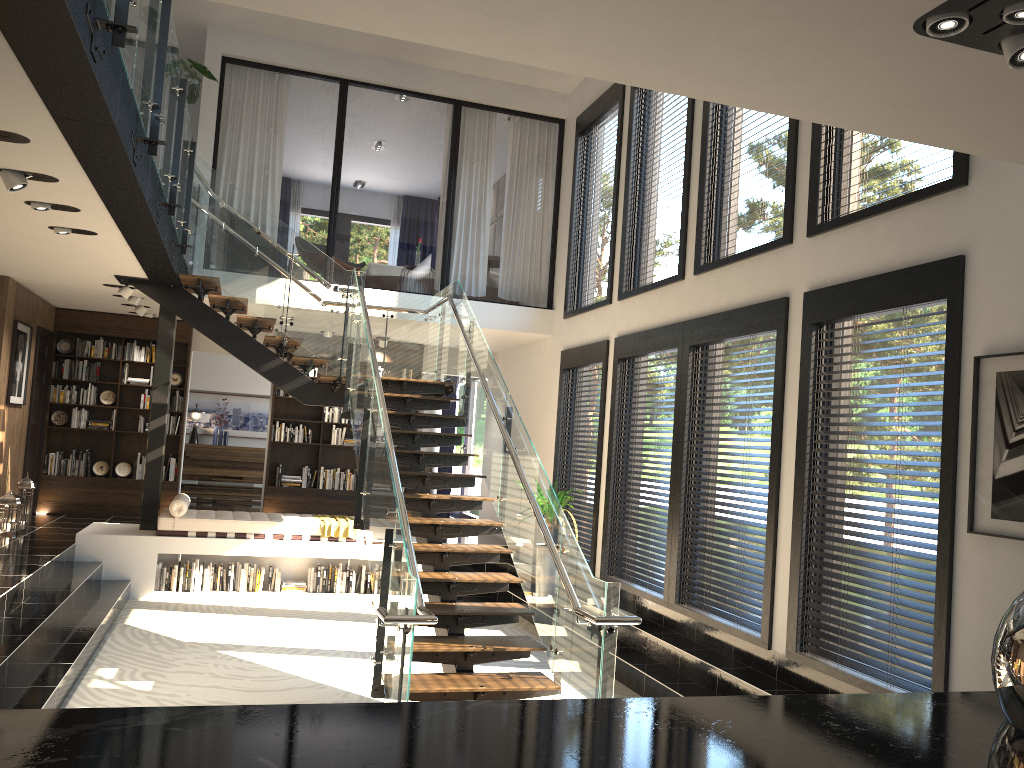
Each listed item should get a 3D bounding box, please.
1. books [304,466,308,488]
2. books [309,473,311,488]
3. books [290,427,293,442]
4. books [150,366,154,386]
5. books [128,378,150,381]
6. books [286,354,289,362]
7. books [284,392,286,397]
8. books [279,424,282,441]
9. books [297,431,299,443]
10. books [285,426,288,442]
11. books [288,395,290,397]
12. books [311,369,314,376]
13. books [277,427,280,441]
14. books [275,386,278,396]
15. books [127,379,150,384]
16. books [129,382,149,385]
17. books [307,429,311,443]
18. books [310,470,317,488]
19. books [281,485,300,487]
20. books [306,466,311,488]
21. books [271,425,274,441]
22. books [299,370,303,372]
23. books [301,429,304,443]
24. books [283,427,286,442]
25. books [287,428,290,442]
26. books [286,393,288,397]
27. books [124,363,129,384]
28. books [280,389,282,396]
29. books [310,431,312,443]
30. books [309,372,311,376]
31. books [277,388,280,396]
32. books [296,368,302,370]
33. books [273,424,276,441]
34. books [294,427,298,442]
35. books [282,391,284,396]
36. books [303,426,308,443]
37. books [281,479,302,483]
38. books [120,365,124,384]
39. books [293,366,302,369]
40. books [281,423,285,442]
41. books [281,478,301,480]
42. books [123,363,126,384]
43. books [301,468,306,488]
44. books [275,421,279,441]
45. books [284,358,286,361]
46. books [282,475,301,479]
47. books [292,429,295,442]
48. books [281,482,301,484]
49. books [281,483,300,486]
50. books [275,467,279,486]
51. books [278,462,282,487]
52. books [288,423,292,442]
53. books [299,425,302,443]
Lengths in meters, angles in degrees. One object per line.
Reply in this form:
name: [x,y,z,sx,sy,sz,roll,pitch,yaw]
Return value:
books: [-2.937,1.320,12.614,0.031,0.310,0.170,5,-4,-17]
books: [-2.884,1.375,12.646,0.023,0.212,0.124,5,-4,-17]
books: [-3.126,0.717,12.572,0.021,0.216,0.170,5,-4,-17]
books: [-4.893,-0.105,12.061,0.023,0.264,0.219,5,-4,-17]
books: [-5.057,-0.059,12.033,0.264,0.021,0.189,5,-4,-19]
books: [-3.191,-0.278,12.559,0.028,0.290,0.170,5,-4,-17]
books: [-3.212,0.056,12.554,0.029,0.254,0.128,5,-4,-17]
books: [-3.271,0.689,12.525,0.023,0.245,0.159,5,-4,-17]
books: [-3.042,0.746,12.590,0.027,0.171,0.146,5,-4,-17]
books: [-3.197,0.704,12.541,0.028,0.227,0.136,5,-4,-17]
books: [-3.159,0.090,12.560,0.021,0.196,0.103,5,-4,-17]
books: [-2.848,-0.257,12.673,0.034,0.311,0.149,5,-4,-17]
books: [-3.291,0.708,12.497,0.028,0.199,0.175,5,-4,-17]
books: [-3.325,0.067,12.520,0.031,0.212,0.127,5,-4,-17]
books: [-5.056,-0.034,12.023,0.266,0.030,0.210,5,-4,-16]
books: [-5.063,-0.002,12.034,0.239,0.033,0.176,5,-4,-20]
books: [-2.893,0.739,12.623,0.028,0.210,0.169,5,-4,-17]
books: [-2.831,1.357,12.646,0.075,0.254,0.181,5,-4,-17]
books: [-3.138,1.445,12.563,0.247,0.025,0.148,5,-4,-18]
books: [-2.903,1.327,12.620,0.036,0.301,0.186,5,-4,-17]
books: [-3.379,0.689,12.504,0.025,0.227,0.156,5,-4,-17]
books: [-3.047,-0.182,12.622,0.251,0.025,0.148,5,-4,-13]
books: [-2.988,0.734,12.611,0.030,0.205,0.170,5,-4,-17]
books: [-3.221,0.712,12.534,0.022,0.207,0.130,5,-4,-17]
books: [-3.171,0.721,12.540,0.024,0.197,0.173,5,-4,-17]
books: [-3.183,0.101,12.548,0.030,0.168,0.125,5,-4,-17]
books: [-5.198,-0.139,11.972,0.016,0.278,0.209,5,-4,-17]
books: [-3.262,0.064,12.544,0.030,0.230,0.103,5,-4,-17]
books: [-2.883,0.756,12.670,0.022,0.185,0.127,5,-4,-17]
books: [-2.877,-0.247,12.652,0.031,0.284,0.176,5,-4,-17]
books: [-3.292,0.087,12.519,0.037,0.177,0.109,5,-4,-17]
books: [-3.046,-0.207,12.628,0.270,0.025,0.156,5,-4,-17]
books: [-3.354,0.686,12.516,0.028,0.237,0.134,5,-4,-17]
books: [-3.064,0.718,12.572,0.030,0.221,0.190,5,-4,-17]
books: [-3.237,0.078,12.546,0.021,0.207,0.102,5,-4,-17]
books: [-2.938,0.722,12.607,0.070,0.236,0.206,5,-4,-17]
books: [-3.127,1.367,12.550,0.287,0.030,0.176,5,-4,-19]
books: [-5.252,-0.124,11.977,0.028,0.242,0.194,5,-4,-17]
books: [-3.041,-0.235,12.619,0.285,0.030,0.176,5,-4,-18]
books: [-3.240,0.684,12.515,0.029,0.258,0.181,5,-4,-17]
books: [-3.129,1.340,12.565,0.271,0.025,0.156,5,-4,-16]
books: [-5.217,-0.141,11.961,0.027,0.279,0.166,5,-4,-17]
books: [-2.961,1.329,12.587,0.031,0.284,0.177,5,-4,-17]
books: [-3.316,0.665,12.493,0.028,0.282,0.169,5,-4,-17]
books: [-3.221,-0.251,12.549,0.030,0.231,0.200,5,-4,-17]
books: [-3.124,1.315,12.557,0.257,0.024,0.167,5,-4,-17]
books: [-3.099,0.730,12.574,0.033,0.193,0.172,5,-4,-17]
books: [-3.133,1.396,12.562,0.271,0.025,0.156,5,-4,-16]
books: [-3.131,1.420,12.549,0.258,0.024,0.167,5,-4,-16]
books: [-3.311,1.307,12.513,0.025,0.270,0.156,5,-4,-17]
books: [-3.270,1.272,12.480,0.028,0.339,0.203,5,-4,-17]
books: [-3.144,0.686,12.554,0.029,0.272,0.152,5,-4,-17]
books: [-3.007,0.705,12.580,0.029,0.256,0.167,5,-4,-17]
